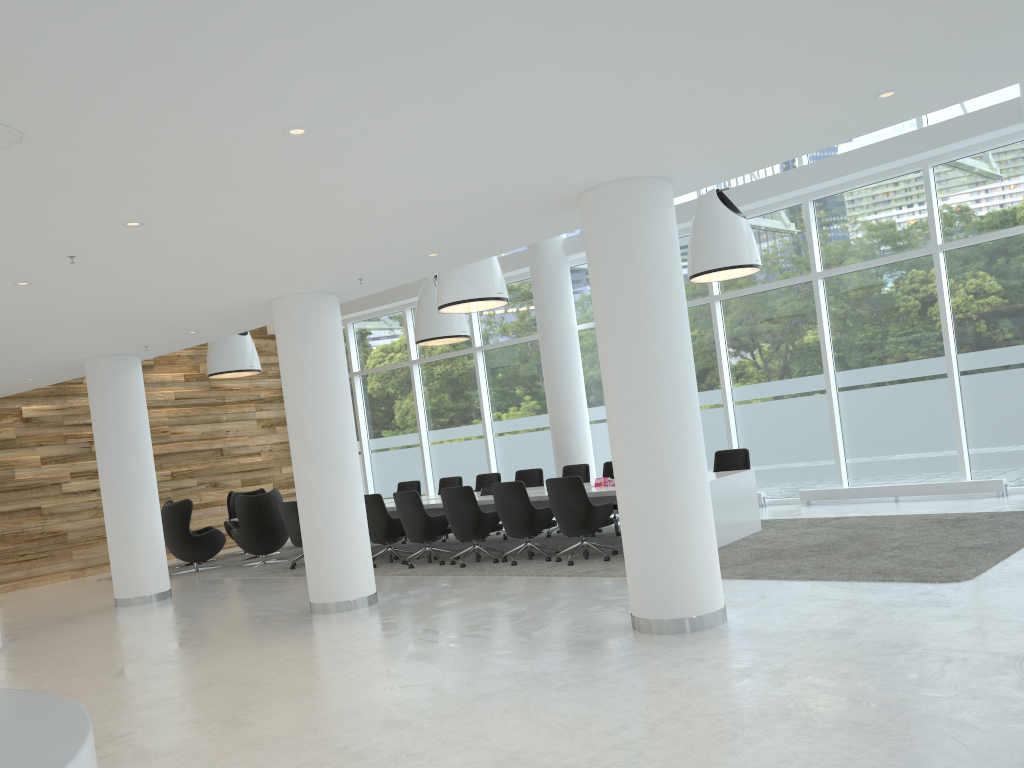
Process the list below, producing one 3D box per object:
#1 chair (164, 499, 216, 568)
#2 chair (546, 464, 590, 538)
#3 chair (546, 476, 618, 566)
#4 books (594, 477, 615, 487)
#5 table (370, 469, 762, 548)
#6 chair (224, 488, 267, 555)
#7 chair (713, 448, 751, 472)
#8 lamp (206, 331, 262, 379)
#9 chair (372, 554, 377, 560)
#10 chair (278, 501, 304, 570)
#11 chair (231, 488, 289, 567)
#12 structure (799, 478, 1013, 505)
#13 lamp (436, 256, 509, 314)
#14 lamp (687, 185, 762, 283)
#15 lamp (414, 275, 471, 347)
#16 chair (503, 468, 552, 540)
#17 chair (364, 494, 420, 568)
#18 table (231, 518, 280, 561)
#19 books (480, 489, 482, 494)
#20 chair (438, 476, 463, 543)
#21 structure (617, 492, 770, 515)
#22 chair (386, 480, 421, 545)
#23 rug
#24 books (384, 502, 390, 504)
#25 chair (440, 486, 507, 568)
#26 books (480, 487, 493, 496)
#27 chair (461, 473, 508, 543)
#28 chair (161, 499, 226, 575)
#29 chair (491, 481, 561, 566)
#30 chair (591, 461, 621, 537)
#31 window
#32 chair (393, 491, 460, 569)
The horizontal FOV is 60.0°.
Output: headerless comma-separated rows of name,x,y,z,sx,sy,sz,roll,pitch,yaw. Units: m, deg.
chair,-5.433,2.497,15.050,0.917,1.152,0.915,-7,-1,-2
chair,0.803,1.637,12.457,0.688,0.966,0.671,-8,-1,42
chair,0.762,1.481,9.811,0.688,0.966,0.671,-8,-1,37
books,1.191,1.275,10.778,0.230,0.275,0.600,-7,-3,-32
table,-0.128,1.837,11.844,6.585,0.739,1.495,-10,-4,38
chair,-4.724,2.463,15.970,0.910,1.152,0.921,-7,-1,-32
chair,2.643,1.310,10.940,0.688,0.966,0.671,-8,-1,42
lamp,-4.863,-1.954,14.801,0.882,3.648,0.885,-7,0,-14
chair,-2.306,2.019,12.216,0.688,0.966,0.671,-8,-1,37
chair,-2.941,2.130,12.719,0.688,0.966,0.671,-8,-1,42
chair,-3.881,2.223,13.800,0.910,1.152,0.921,-7,-1,-32
structure,5.087,1.429,11.642,2.701,0.214,0.149,-10,-3,42
lamp,-0.696,-2.735,10.712,0.883,3.648,0.885,-7,0,-7
lamp,2.351,-3.122,10.734,0.883,3.648,0.884,-7,0,-6
lamp,-1.307,-2.465,13.857,0.883,3.648,0.885,-7,0,-9
chair,0.177,1.745,12.924,0.688,0.966,0.671,-8,-1,32
chair,-1.659,1.906,11.720,0.688,0.966,0.671,-8,-1,37
table,-4.258,2.562,14.872,0.796,0.696,0.803,-6,-2,-28
books,-0.299,1.534,12.016,0.354,0.241,0.157,-9,-2,38
chair,-1.060,1.960,13.848,0.688,0.966,0.671,-8,-1,37
structure,2.717,1.859,13.738,2.701,0.214,0.149,-10,-2,40
chair,-1.766,2.081,14.360,0.688,0.966,0.671,-8,-1,32
rug,-0.440,2.255,11.934,13.506,0.010,3.926,-10,-4,38
books,-1.940,1.745,12.871,0.223,0.026,0.265,-4,-5,-42
chair,-0.475,1.695,10.735,0.688,0.966,0.671,-8,-1,32
books,-0.296,1.514,11.991,0.358,0.229,0.138,-9,-2,38
chair,-0.451,1.849,13.312,0.688,0.966,0.671,-8,-1,37
chair,-5.003,2.376,13.961,0.917,1.152,0.914,-8,-1,28
chair,0.152,1.591,10.347,0.688,0.966,0.671,-8,-1,37
chair,1.361,1.534,11.939,0.688,0.966,0.671,-8,-1,37
window,-14.382,0.273,1.172,62.779,6.140,30.915,-7,-3,-12
chair,-1.101,1.803,11.202,0.688,0.966,0.671,-8,-1,42
